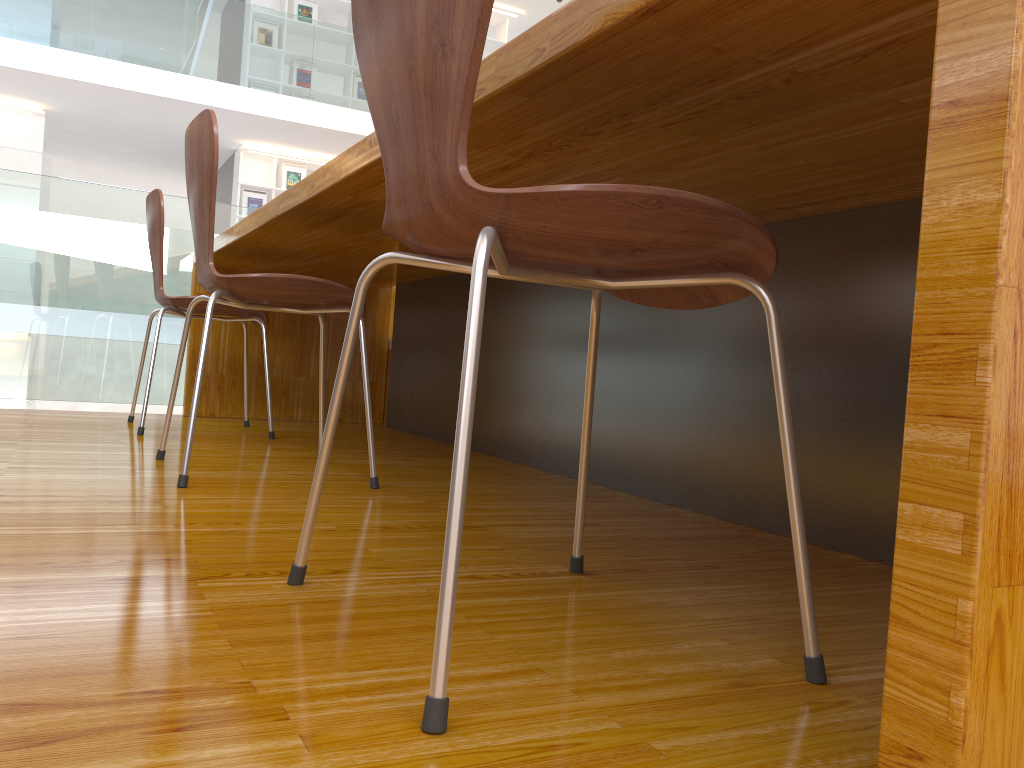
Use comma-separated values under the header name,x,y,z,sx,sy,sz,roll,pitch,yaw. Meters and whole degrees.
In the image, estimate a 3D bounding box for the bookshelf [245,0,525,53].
name,x,y,z,sx,sy,sz,roll,pitch,yaw
bookshelf,-1.350,-3.455,9.637,2.984,1.836,0.498,4,1,-27

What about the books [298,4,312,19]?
name,x,y,z,sx,sy,sz,roll,pitch,yaw
books,-2.142,-3.810,9.176,0.145,0.210,0.037,4,1,-27

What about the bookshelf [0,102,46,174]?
name,x,y,z,sx,sy,sz,roll,pitch,yaw
bookshelf,-6.006,-1.714,7.375,3.666,1.836,0.498,4,1,-27

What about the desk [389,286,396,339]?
name,x,y,z,sx,sy,sz,roll,pitch,yaw
desk,0.230,-0.541,6.004,3.196,0.757,1.248,4,1,-27

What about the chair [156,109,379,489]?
name,x,y,z,sx,sy,sz,roll,pitch,yaw
chair,-0.500,-0.158,1.852,0.381,0.693,0.428,4,1,-27

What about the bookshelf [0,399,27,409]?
name,x,y,z,sx,sy,sz,roll,pitch,yaw
bookshelf,-6.180,0.339,7.449,3.666,1.836,0.397,4,1,-27

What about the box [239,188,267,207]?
name,x,y,z,sx,sy,sz,roll,pitch,yaw
box,-2.668,-1.837,9.130,0.245,0.296,0.274,4,1,-27

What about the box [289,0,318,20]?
name,x,y,z,sx,sy,sz,roll,pitch,yaw
box,-2.177,-3.857,9.275,0.245,0.296,0.274,4,1,-27

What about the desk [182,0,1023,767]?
name,x,y,z,sx,sy,sz,roll,pitch,yaw
desk,-0.103,-0.087,1.952,0.760,0.606,3.356,4,1,-27

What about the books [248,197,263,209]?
name,x,y,z,sx,sy,sz,roll,pitch,yaw
books,-2.620,-1.791,9.038,0.145,0.210,0.037,4,1,-27

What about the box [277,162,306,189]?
name,x,y,z,sx,sy,sz,roll,pitch,yaw
box,-2.305,-2.141,9.298,0.245,0.296,0.274,4,1,-27

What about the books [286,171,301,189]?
name,x,y,z,sx,sy,sz,roll,pitch,yaw
books,-2.266,-2.098,9.205,0.145,0.210,0.037,4,1,-27

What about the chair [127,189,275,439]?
name,x,y,z,sx,sy,sz,roll,pitch,yaw
chair,-0.938,-0.202,2.718,0.381,0.693,0.428,4,1,-27

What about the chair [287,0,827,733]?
name,x,y,z,sx,sy,sz,roll,pitch,yaw
chair,0.039,-0.104,0.872,0.381,0.693,0.428,4,1,-27

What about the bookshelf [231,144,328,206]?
name,x,y,z,sx,sy,sz,roll,pitch,yaw
bookshelf,-1.500,-1.414,9.666,2.984,1.836,0.498,4,1,-27
